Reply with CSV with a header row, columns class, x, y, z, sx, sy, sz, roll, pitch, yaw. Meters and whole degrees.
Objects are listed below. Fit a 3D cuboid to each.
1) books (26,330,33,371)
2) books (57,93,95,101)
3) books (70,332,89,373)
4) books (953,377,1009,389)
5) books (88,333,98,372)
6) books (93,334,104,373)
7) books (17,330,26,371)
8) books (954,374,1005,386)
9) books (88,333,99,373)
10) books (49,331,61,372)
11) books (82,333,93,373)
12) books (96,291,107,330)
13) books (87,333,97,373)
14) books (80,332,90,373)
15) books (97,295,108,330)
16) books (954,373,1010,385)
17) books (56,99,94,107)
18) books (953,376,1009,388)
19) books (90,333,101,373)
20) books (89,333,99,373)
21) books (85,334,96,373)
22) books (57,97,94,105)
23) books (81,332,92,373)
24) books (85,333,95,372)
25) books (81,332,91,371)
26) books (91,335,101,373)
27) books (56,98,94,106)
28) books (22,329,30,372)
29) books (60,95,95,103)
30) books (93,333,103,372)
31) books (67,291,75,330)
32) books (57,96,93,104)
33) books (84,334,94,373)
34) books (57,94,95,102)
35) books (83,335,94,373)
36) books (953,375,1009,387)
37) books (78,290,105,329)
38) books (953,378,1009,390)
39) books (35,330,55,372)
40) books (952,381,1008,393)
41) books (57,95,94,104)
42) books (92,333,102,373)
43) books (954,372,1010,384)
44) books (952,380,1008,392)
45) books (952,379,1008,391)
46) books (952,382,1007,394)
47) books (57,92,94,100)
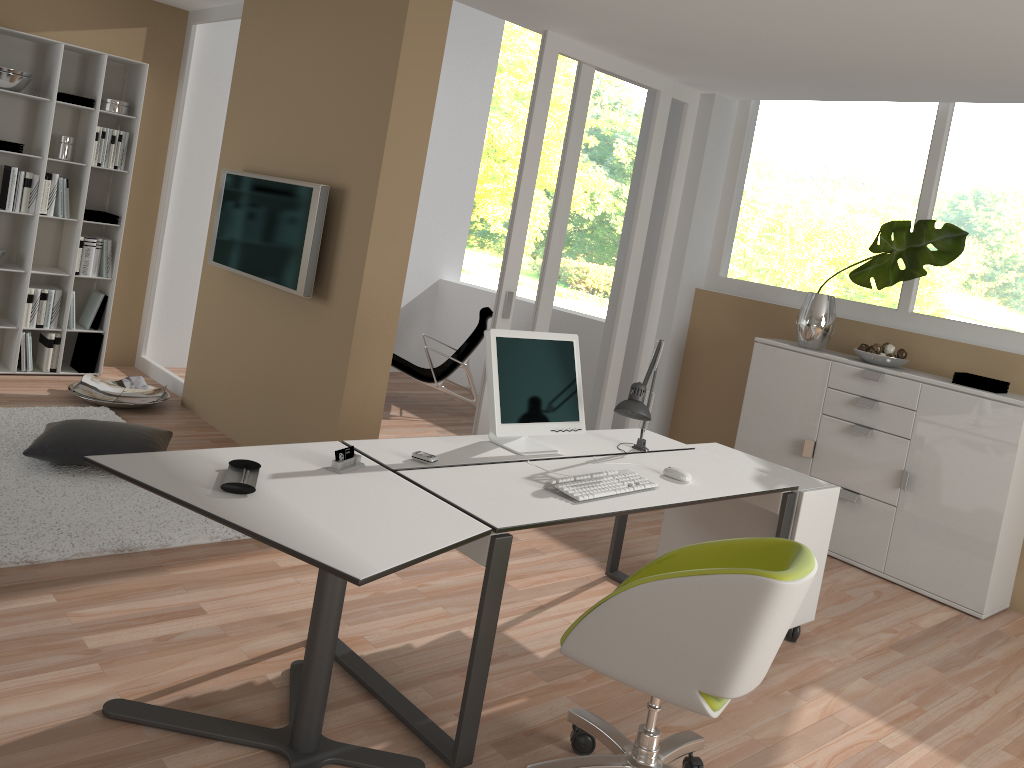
class,x,y,z,sx,sy,sz,roll,pitch,yaw
books,-3.199,-0.236,5.803,0.057,0.256,0.211,7,6,-43
books,-2.901,-1.883,5.764,0.302,0.007,0.209,19,13,41
books,-2.957,-0.229,6.016,0.031,0.267,0.214,7,6,-43
books,2.441,-0.007,4.583,0.156,0.006,0.226,1,14,-43
books,-2.916,-0.228,6.052,0.031,0.267,0.215,7,6,-43
books,-2.888,-0.229,6.079,0.031,0.267,0.214,7,6,-43
books,-3.223,-0.233,5.765,0.059,0.258,0.211,7,6,-43
books,2.445,-0.023,4.584,0.156,0.008,0.226,1,14,-43
books,-2.914,-0.232,6.059,0.031,0.268,0.217,7,6,-43
books,-3.082,-0.230,5.894,0.040,0.256,0.211,7,6,-43
books,-2.939,-0.231,6.029,0.031,0.270,0.220,7,6,-43
books,-2.868,-0.511,6.079,0.043,0.241,0.223,7,7,-43
books,-2.920,-0.229,6.049,0.031,0.267,0.214,7,6,-43
books,-2.952,-0.229,6.018,0.031,0.267,0.215,7,6,-43
books,-2.862,-0.509,6.084,0.043,0.236,0.214,7,7,-43
books,2.445,-0.028,4.580,0.156,0.007,0.226,1,14,-43
books,-2.909,-1.846,5.770,0.302,0.006,0.209,19,13,41
books,2.440,-0.013,4.582,0.156,0.006,0.226,1,13,-41
books,-2.903,-0.230,6.063,0.031,0.270,0.220,7,6,-43
books,-2.911,-0.231,6.062,0.031,0.268,0.217,7,6,-43
books,-2.924,-0.229,6.045,0.031,0.267,0.214,7,6,-43
books,-2.906,-1.857,5.768,0.302,0.006,0.209,19,13,41
books,-2.947,-0.232,6.029,0.031,0.268,0.217,7,6,-43
books,-2.928,-0.231,6.041,0.031,0.272,0.223,7,6,-43
books,-2.951,-0.232,6.025,0.031,0.268,0.217,7,6,-43
books,-2.900,-0.229,6.068,0.031,0.267,0.214,7,6,-43
books,-2.909,-1.853,5.771,0.302,0.006,0.210,18,13,39
books,-3.201,-0.230,5.779,0.057,0.256,0.211,7,6,-43
books,-2.902,-1.874,5.770,0.302,0.008,0.209,19,13,41
books,-2.892,-0.231,6.075,0.031,0.272,0.223,7,6,-43
books,-2.984,-0.512,5.928,0.059,0.258,0.211,7,6,-43
books,-2.905,-1.862,5.768,0.302,0.006,0.209,19,13,41
books,-2.933,-0.229,6.038,0.031,0.267,0.214,7,6,-43
books,-2.901,-1.879,5.770,0.302,0.008,0.209,19,13,41
books,-2.936,-0.229,6.034,0.031,0.267,0.214,7,6,-43
books,2.444,-0.018,4.584,0.156,0.008,0.226,1,14,-43
books,-2.894,-0.515,6.057,0.084,0.244,0.211,7,7,-43
books,2.440,-0.001,4.583,0.156,0.006,0.226,1,14,-43
books,-3.109,-0.229,5.863,0.040,0.256,0.211,7,6,-43
books,2.436,0.015,4.585,0.156,0.006,0.226,1,14,-43
books,-2.906,-1.868,5.768,0.302,0.006,0.209,19,13,42
books,-2.897,-0.228,6.071,0.031,0.267,0.214,7,6,-43
books,2.447,-0.033,4.580,0.156,0.006,0.226,1,14,-43
books,2.437,0.009,4.584,0.156,0.006,0.226,1,14,-43
books,2.437,0.003,4.585,0.156,0.006,0.226,0,14,-44
books,2.434,0.020,4.585,0.156,0.007,0.226,1,14,-43
books,-2.898,-1.888,5.765,0.302,0.006,0.209,19,13,41
